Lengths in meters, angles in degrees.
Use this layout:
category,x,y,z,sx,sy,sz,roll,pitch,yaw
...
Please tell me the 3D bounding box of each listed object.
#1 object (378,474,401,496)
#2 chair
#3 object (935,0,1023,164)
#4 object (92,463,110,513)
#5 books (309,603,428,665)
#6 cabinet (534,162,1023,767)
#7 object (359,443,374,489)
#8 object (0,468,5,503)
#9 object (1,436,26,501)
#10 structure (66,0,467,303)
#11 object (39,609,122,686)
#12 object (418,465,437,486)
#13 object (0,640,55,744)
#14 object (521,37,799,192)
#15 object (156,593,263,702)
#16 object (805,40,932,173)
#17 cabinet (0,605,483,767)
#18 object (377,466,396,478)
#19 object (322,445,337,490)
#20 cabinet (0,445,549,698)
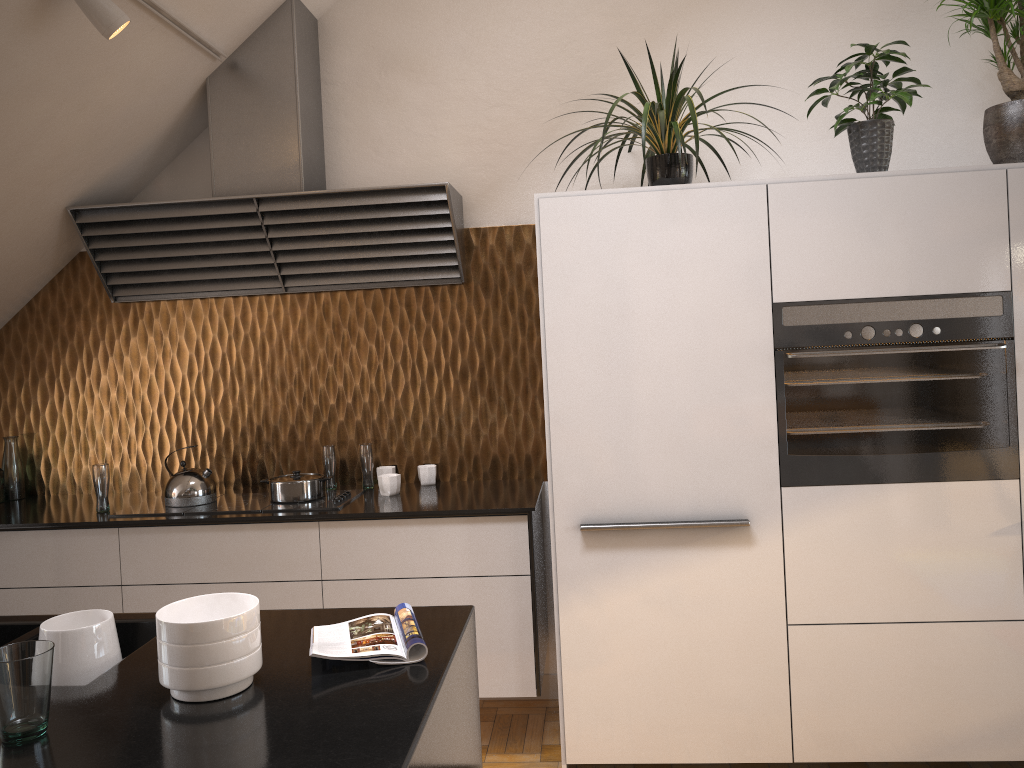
category,x,y,z,sx,sy,sz,roll,pitch,yaw
object,-0.485,0.400,3.515,0.077,0.077,0.078,-2,2,23
chair,0.710,0.056,1.532,4.017,2.684,3.495,-3,2,6
object,1.846,-1.203,3.116,0.662,0.947,0.714,-1,2,45
object,-1.597,0.405,3.450,0.062,0.184,0.062,-3,1,-5
books,-0.301,0.515,1.820,0.222,0.044,0.282,-4,3,-12
cabinet,1.273,0.298,3.204,2.250,2.001,0.826,-3,1,5
object,-0.604,0.342,3.690,0.062,0.184,0.062,-3,1,1
object,-2.235,0.415,3.784,0.100,0.191,0.068,-3,1,5
object,-2.182,0.366,3.871,0.089,0.273,0.089,-3,1,-17
structure,-0.998,-0.965,3.652,1.538,1.175,0.421,-3,1,5
object,-0.905,0.609,1.857,0.190,0.232,0.190,-4,2,-32
object,-0.355,0.383,3.718,0.078,0.077,0.077,-4,2,-22
object,-0.808,0.509,1.461,0.103,0.140,0.103,-3,2,-5
object,0.529,-0.960,3.216,1.017,0.583,0.923,-2,3,23
object,-0.556,0.484,1.633,0.181,0.146,0.181,-3,2,3
object,1.209,-0.926,3.032,0.396,0.470,0.364,-2,2,17
cabinet,-1.325,0.945,1.670,2.436,1.135,1.001,-3,2,5
object,-0.530,0.390,3.739,0.078,0.077,0.077,-3,2,-7
object,-0.761,0.350,3.702,0.062,0.184,0.062,-3,1,-5
cabinet,-1.418,0.707,3.559,3.089,0.915,0.624,-3,2,5
